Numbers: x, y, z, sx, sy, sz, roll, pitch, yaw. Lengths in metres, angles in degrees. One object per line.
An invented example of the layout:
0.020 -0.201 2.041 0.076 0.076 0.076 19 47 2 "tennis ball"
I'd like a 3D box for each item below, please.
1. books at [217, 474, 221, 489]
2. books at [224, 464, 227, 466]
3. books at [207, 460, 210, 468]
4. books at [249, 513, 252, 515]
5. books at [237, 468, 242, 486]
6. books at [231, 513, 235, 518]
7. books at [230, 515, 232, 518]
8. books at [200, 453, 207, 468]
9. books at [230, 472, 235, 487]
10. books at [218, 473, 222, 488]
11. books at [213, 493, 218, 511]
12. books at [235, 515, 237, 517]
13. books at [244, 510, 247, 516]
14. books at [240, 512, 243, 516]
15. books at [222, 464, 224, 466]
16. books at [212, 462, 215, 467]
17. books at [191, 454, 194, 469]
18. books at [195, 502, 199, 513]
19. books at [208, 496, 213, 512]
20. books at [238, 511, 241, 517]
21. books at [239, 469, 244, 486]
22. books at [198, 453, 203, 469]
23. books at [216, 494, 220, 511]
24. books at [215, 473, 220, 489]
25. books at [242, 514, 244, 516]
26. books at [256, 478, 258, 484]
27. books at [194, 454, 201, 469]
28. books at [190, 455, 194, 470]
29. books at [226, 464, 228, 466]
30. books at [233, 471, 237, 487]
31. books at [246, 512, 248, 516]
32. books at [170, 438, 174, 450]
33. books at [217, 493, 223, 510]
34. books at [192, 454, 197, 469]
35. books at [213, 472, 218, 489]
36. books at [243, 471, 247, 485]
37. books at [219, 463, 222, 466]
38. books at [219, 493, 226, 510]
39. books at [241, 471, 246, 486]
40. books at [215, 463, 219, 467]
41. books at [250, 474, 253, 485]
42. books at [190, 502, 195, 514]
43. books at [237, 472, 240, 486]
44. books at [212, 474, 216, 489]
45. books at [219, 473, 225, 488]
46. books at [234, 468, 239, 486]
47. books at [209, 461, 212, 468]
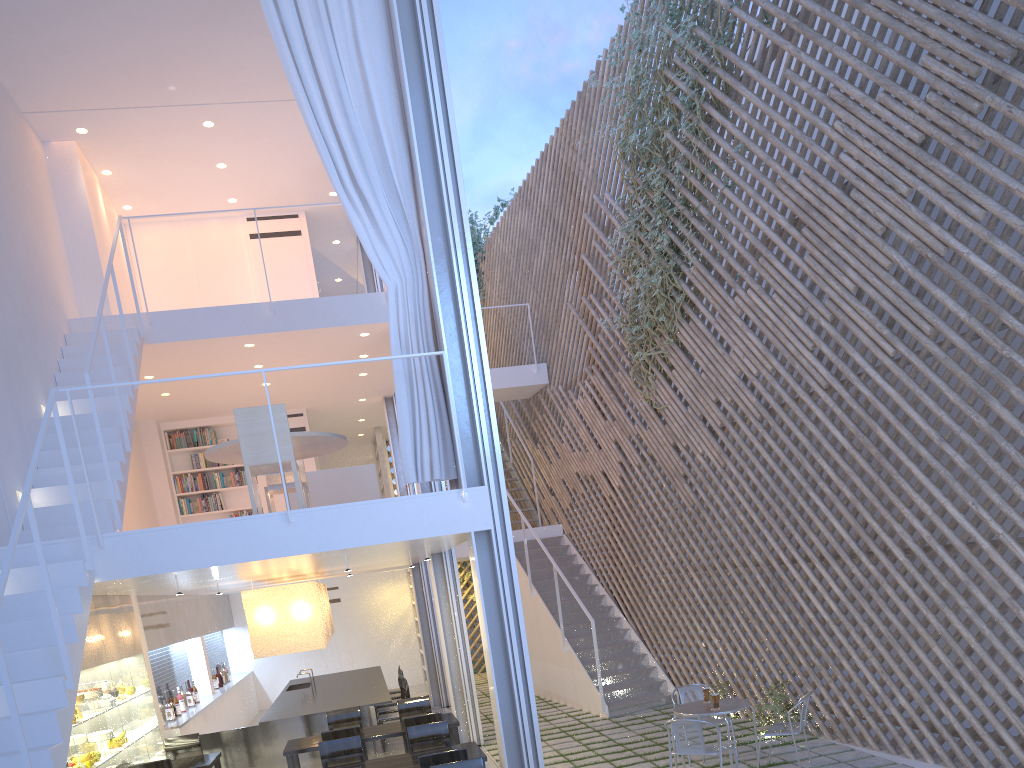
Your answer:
-2.343 0.787 6.598 0.006 0.122 0.090 -10 2 -13 "books"
-2.126 0.998 5.010 0.030 1.652 3.589 -8 -9 -4 "books"
-2.425 0.633 6.581 0.040 0.103 0.062 -9 3 -12 "books"
-2.113 1.114 6.695 0.020 0.132 0.069 -10 5 -13 "books"
-2.189 0.756 6.625 0.011 0.155 0.081 -10 5 -13 "books"
-2.245 1.120 6.663 0.015 0.144 0.088 -10 3 -13 "books"
-2.258 1.127 6.659 0.015 0.130 0.095 -10 2 -13 "books"
-2.210 1.002 4.978 0.030 1.654 3.615 -9 -8 -7 "books"
-2.239 0.775 6.614 0.020 0.125 0.092 -10 2 -13 "books"
-2.335 0.782 6.596 0.007 0.130 0.095 -10 2 -13 "books"
-2.375 0.955 6.616 0.009 0.147 0.089 -10 4 -13 "books"
-2.219 1.126 6.667 0.020 0.125 0.092 -10 2 -13 "books"
-2.152 1.105 6.678 0.015 0.155 0.086 -10 4 -13 "books"
-2.181 1.114 6.678 0.015 0.144 0.078 -10 4 -13 "books"
-2.117 0.971 4.965 0.123 1.625 3.671 -8 -9 -5 "books"
-2.382 0.628 6.587 0.040 0.103 0.062 -9 3 -12 "books"
-2.234 0.997 4.970 0.040 1.654 3.599 -9 -8 -9 "books"
-2.520 0.997 6.609 0.020 0.100 0.062 -10 3 -13 "books"
-2.418 0.970 6.609 0.015 0.125 0.092 -10 2 -13 "books"
-2.195 1.109 6.674 0.011 0.155 0.081 -10 5 -13 "books"
-2.175 0.760 6.630 0.015 0.144 0.078 -10 4 -13 "books"
-2.202 0.980 4.970 0.036 1.621 3.626 -9 -9 -7 "books"
-2.358 0.955 6.620 0.010 0.143 0.088 -10 3 -13 "books"
-2.353 0.784 6.594 0.015 0.130 0.095 -10 2 -13 "books"
-2.165 1.119 6.677 0.015 0.128 0.088 -10 2 -13 "books"
-2.073 0.747 6.644 0.019 0.147 0.083 -10 4 -13 "books"
-2.209 0.996 4.960 0.039 1.650 3.648 -9 -8 -8 "books"
-2.248 0.995 4.966 0.079 1.627 3.621 -9 -8 -10 "books"
-2.287 0.589 6.589 0.011 0.155 0.081 -10 5 -13 "books"
-2.222 0.772 6.619 0.015 0.128 0.088 -10 2 -13 "books"
-2.133 1.111 6.679 0.008 0.136 0.095 -10 2 -13 "books"
-2.682 0.483 6.510 0.020 0.100 0.062 -10 3 -13 "books"
-2.348 0.953 6.622 0.011 0.147 0.085 -10 4 -13 "books"
-2.216 0.986 4.984 0.027 1.618 3.590 -9 -8 -9 "books"
-2.370 0.780 6.593 0.015 0.144 0.088 -10 3 -13 "books"
-2.141 0.766 6.634 0.018 0.123 0.085 -10 2 -13 "books"
-2.335 0.600 6.583 0.015 0.144 0.078 -10 4 -13 "books"
-2.333 0.952 6.626 0.019 0.147 0.083 -10 4 -13 "books"
-2.158 0.766 6.627 0.015 0.125 0.092 -10 2 -13 "books"
-2.361 0.626 6.590 0.040 0.103 0.062 -9 3 -12 "books"
-2.098 0.751 6.638 0.010 0.143 0.088 -10 3 -13 "books"
-2.561 1.001 6.602 0.020 0.100 0.062 -10 3 -13 "books"
-2.196 0.773 6.627 0.006 0.121 0.080 -10 3 -13 "books"
-2.379 0.789 6.590 0.006 0.125 0.095 -10 1 -13 "books"
-2.324 0.783 6.611 0.020 0.132 0.069 -10 5 -13 "books"
-2.208 0.757 6.619 0.015 0.155 0.086 -10 4 -13 "books"
-2.403 0.630 6.582 0.040 0.103 0.062 -9 3 -12 "books"
